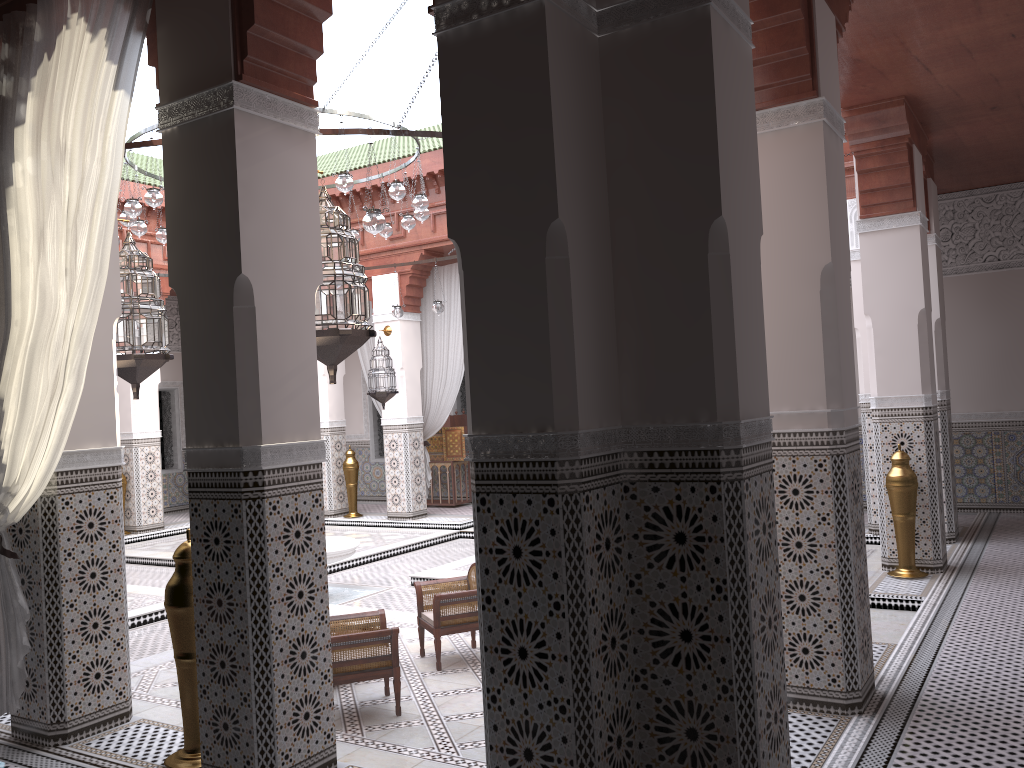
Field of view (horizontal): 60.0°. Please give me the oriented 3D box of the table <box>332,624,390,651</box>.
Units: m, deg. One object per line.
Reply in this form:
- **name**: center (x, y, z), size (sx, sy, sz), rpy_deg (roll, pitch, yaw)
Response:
- **table**: center (-0.587, 0.882, 2.872), size (0.229, 0.142, 0.330), rpy_deg (-4, -1, 32)

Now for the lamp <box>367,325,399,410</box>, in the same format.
- **lamp**: center (-0.936, -0.124, 6.360), size (0.216, 0.618, 0.217), rpy_deg (-4, -1, 32)

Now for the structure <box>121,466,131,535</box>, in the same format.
- **structure**: center (-2.859, 0.822, 6.441), size (0.156, 0.539, 0.156), rpy_deg (-3, -1, -7)

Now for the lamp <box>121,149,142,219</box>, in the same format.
- **lamp**: center (-1.760, -0.943, 4.089), size (0.090, 0.371, 0.091), rpy_deg (-3, -1, -23)

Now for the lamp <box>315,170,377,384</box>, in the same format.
- **lamp**: center (-0.460, -0.275, 2.202), size (0.216, 0.552, 0.221), rpy_deg (-4, -1, 32)

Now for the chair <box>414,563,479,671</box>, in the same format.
- **chair**: center (-0.194, 0.777, 3.013), size (0.208, 0.313, 0.263), rpy_deg (-3, -1, -22)

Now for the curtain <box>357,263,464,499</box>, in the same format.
- **curtain**: center (-0.743, 0.019, 6.690), size (1.304, 1.761, 0.048), rpy_deg (-4, -1, 32)

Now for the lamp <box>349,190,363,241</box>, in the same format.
- **lamp**: center (-0.905, -0.969, 5.054), size (0.091, 0.371, 0.090), rpy_deg (-3, -1, -18)

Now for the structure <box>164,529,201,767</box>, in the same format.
- **structure**: center (-0.753, 0.613, 2.101), size (0.156, 0.539, 0.156), rpy_deg (-2, -2, -41)

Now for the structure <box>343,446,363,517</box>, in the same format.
- **structure**: center (-1.224, 0.739, 6.770), size (0.156, 0.539, 0.156), rpy_deg (-3, -1, 4)

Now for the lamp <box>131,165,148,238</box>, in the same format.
- **lamp**: center (-1.908, -0.925, 4.518), size (0.090, 0.371, 0.091), rpy_deg (-4, -1, 17)

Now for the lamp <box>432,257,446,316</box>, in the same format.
- **lamp**: center (-0.474, -0.621, 5.665), size (0.091, 0.371, 0.090), rpy_deg (-3, -1, -23)

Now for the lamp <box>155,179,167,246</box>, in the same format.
- **lamp**: center (-1.868, -0.923, 4.742), size (0.090, 0.371, 0.091), rpy_deg (-4, -2, 37)

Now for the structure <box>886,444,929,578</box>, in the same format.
- **structure**: center (1.614, 0.515, 3.657), size (0.156, 0.539, 0.156), rpy_deg (-3, -1, -7)

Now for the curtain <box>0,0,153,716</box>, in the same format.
- **curtain**: center (-1.329, -0.044, 2.256), size (1.304, 1.761, 0.137), rpy_deg (-4, -1, 32)

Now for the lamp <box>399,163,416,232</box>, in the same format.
- **lamp**: center (-0.554, -0.995, 4.745), size (0.091, 0.371, 0.090), rpy_deg (-3, -1, 7)

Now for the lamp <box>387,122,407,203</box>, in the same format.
- **lamp**: center (-0.523, -1.012, 4.043), size (0.090, 0.371, 0.091), rpy_deg (-3, -1, -18)

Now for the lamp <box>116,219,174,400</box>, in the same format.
- **lamp**: center (-1.122, -0.230, 2.614), size (0.216, 0.552, 0.221), rpy_deg (-4, -1, 32)

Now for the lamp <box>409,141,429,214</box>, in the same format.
- **lamp**: center (-0.441, -1.011, 4.301), size (0.090, 0.371, 0.091), rpy_deg (-2, -2, -43)

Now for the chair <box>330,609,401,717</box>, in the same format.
- **chair**: center (-0.444, 0.781, 2.547), size (0.208, 0.313, 0.263), rpy_deg (-3, -1, -18)

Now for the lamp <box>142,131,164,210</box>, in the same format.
- **lamp**: center (-1.600, -0.955, 3.926), size (0.090, 0.371, 0.091), rpy_deg (-2, -1, -33)

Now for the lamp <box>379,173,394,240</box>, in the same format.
- **lamp**: center (-0.700, -0.983, 4.919), size (0.091, 0.371, 0.090), rpy_deg (-3, -1, 2)

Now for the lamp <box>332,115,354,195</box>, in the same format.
- **lamp**: center (-0.738, -1.004, 3.842), size (0.091, 0.371, 0.090), rpy_deg (-3, -1, -13)

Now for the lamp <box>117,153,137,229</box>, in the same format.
- **lamp**: center (-1.868, -0.932, 4.291), size (0.090, 0.371, 0.091), rpy_deg (-3, -1, -3)

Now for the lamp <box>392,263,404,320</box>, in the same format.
- **lamp**: center (-0.749, -0.602, 5.801), size (0.091, 0.371, 0.090), rpy_deg (-3, -1, -13)

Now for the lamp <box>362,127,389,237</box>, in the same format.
- **lamp**: center (-0.480, -0.678, 2.985), size (0.090, 0.371, 0.091), rpy_deg (-2, -2, -43)

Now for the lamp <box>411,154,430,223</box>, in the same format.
- **lamp**: center (-0.459, -1.005, 4.531), size (0.091, 0.371, 0.090), rpy_deg (-4, -1, 27)

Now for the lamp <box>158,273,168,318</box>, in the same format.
- **lamp**: center (-2.244, -0.523, 5.655), size (0.090, 0.371, 0.091), rpy_deg (-3, -1, 12)

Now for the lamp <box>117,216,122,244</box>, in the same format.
- **lamp**: center (-1.397, -0.626, 3.029), size (0.090, 0.371, 0.091), rpy_deg (-2, -2, -43)

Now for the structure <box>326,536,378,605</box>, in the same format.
- **structure**: center (-0.984, 0.948, 4.452), size (0.528, 0.310, 0.501), rpy_deg (-4, -1, 32)
